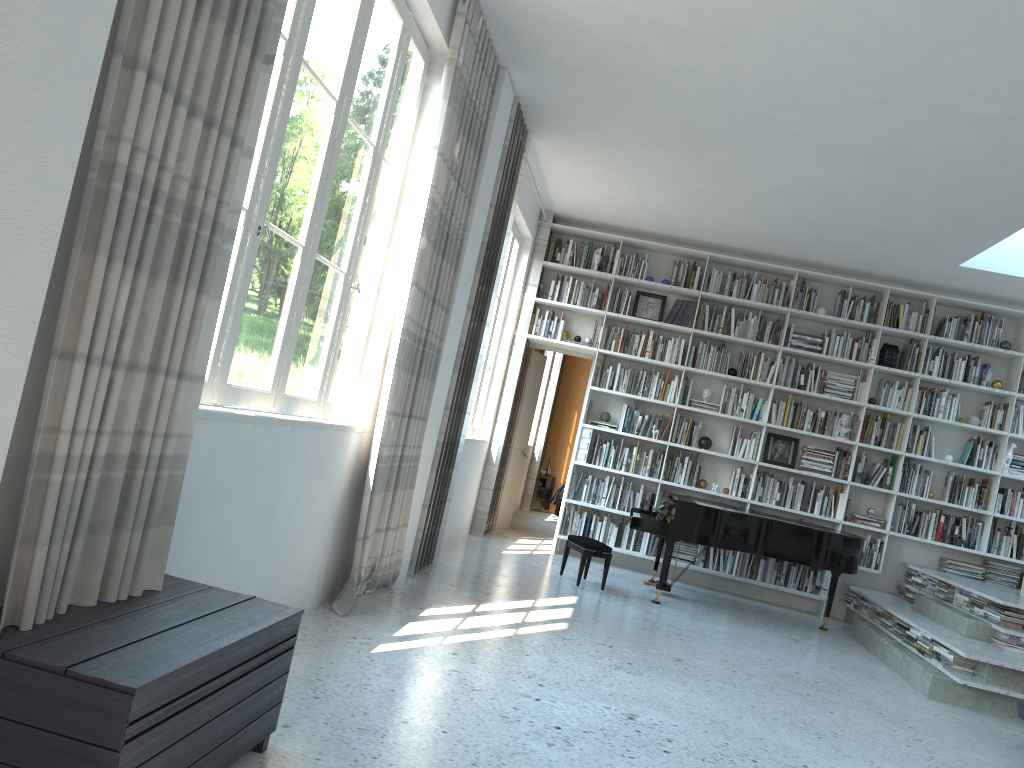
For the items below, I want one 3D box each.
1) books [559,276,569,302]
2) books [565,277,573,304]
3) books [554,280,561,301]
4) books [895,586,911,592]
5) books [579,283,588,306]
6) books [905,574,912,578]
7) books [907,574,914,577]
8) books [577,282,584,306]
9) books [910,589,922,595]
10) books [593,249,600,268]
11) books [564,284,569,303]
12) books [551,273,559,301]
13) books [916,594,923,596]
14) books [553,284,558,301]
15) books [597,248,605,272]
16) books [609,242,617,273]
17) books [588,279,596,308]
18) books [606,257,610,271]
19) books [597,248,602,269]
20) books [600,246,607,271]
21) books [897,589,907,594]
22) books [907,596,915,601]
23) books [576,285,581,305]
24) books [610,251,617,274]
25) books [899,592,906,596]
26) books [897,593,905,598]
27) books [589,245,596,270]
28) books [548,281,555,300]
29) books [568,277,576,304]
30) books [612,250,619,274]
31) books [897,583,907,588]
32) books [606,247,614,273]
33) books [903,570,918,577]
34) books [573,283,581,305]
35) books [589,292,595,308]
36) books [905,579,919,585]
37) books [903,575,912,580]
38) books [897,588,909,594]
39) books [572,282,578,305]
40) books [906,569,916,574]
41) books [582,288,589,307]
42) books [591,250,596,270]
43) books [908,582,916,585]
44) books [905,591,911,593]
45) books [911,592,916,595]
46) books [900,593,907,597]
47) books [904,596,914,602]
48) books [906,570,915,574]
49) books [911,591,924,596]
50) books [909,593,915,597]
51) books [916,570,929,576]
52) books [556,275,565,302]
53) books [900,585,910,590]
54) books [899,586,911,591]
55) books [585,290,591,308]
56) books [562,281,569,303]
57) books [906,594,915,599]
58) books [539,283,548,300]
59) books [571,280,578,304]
[{"bbox_3d":[0.515,-0.919,8.830,0.028,0.288,0.133,12,-2,8],"label":"books"},{"bbox_3d":[0.568,-0.908,8.795,0.021,0.286,0.179,12,-2,8],"label":"books"},{"bbox_3d":[0.460,-0.901,8.818,0.022,0.228,0.172,12,-2,8],"label":"books"},{"bbox_3d":[3.670,1.908,8.189,0.184,0.006,0.262,12,-3,9],"label":"books"},{"bbox_3d":[0.706,-0.860,8.783,0.030,0.251,0.166,12,-2,8],"label":"books"},{"bbox_3d":[3.740,1.790,8.152,0.156,0.009,0.287,12,-3,6],"label":"books"},{"bbox_3d":[3.750,1.784,8.152,0.145,0.008,0.298,12,-3,7],"label":"books"},{"bbox_3d":[0.680,-0.871,8.787,0.025,0.261,0.167,12,-2,8],"label":"books"},{"bbox_3d":[3.651,1.860,7.879,0.149,0.014,0.228,12,-3,6],"label":"books"},{"bbox_3d":[0.833,-1.204,8.790,0.025,0.243,0.168,12,-2,8],"label":"books"},{"bbox_3d":[0.547,-0.872,8.812,0.010,0.208,0.165,12,-2,8],"label":"books"},{"bbox_3d":[0.429,-0.942,8.839,0.011,0.296,0.162,12,-2,8],"label":"books"},{"bbox_3d":[3.590,1.844,7.575,0.181,0.017,0.250,12,-3,5],"label":"books"},{"bbox_3d":[0.437,-0.886,8.846,0.024,0.192,0.138,12,-2,8],"label":"books"},{"bbox_3d":[0.882,-1.202,8.790,0.027,0.259,0.147,12,-2,8],"label":"books"},{"bbox_3d":[0.993,-1.218,8.775,0.014,0.337,0.168,12,-2,8],"label":"books"},{"bbox_3d":[0.787,-0.870,8.774,0.012,0.303,0.189,12,-2,8],"label":"books"},{"bbox_3d":[0.936,-1.152,8.784,0.028,0.184,0.168,12,-3,8],"label":"books"},{"bbox_3d":[0.858,-1.204,8.796,0.021,0.253,0.179,12,-2,8],"label":"books"},{"bbox_3d":[0.906,-1.212,8.800,0.013,0.292,0.154,12,-2,8],"label":"books"},{"bbox_3d":[3.674,1.936,8.186,0.170,0.012,0.215,12,-3,8],"label":"books"},{"bbox_3d":[3.633,1.924,7.877,0.160,0.014,0.268,12,-3,7],"label":"books"},{"bbox_3d":[0.663,-0.858,8.820,0.011,0.231,0.135,12,-2,8],"label":"books"},{"bbox_3d":[1.004,-1.175,8.777,0.025,0.259,0.138,12,-2,8],"label":"books"},{"bbox_3d":[3.682,1.950,8.184,0.147,0.014,0.292,12,-3,8],"label":"books"},{"bbox_3d":[3.668,1.969,8.185,0.163,0.019,0.187,12,-3,7],"label":"books"},{"bbox_3d":[0.800,-1.227,8.810,0.013,0.275,0.158,12,-2,8],"label":"books"},{"bbox_3d":[0.398,-0.908,8.838,0.034,0.217,0.166,12,-2,8],"label":"books"},{"bbox_3d":[0.599,-0.903,8.811,0.037,0.291,0.155,12,-2,8],"label":"books"},{"bbox_3d":[1.023,-1.169,8.737,0.024,0.252,0.235,12,-3,8],"label":"books"},{"bbox_3d":[3.680,1.878,8.189,0.174,0.009,0.240,12,-3,10],"label":"books"},{"bbox_3d":[0.971,-1.196,8.782,0.022,0.286,0.175,12,-2,8],"label":"books"},{"bbox_3d":[3.734,1.758,8.155,0.171,0.015,0.253,12,-3,3],"label":"books"},{"bbox_3d":[0.645,-0.869,8.794,0.021,0.244,0.174,12,-2,8],"label":"books"},{"bbox_3d":[0.797,-0.805,8.785,0.031,0.182,0.151,12,-3,8],"label":"books"},{"bbox_3d":[3.729,1.831,8.151,0.163,0.017,0.233,12,-3,10],"label":"books"},{"bbox_3d":[3.731,1.799,8.153,0.179,0.012,0.262,12,-3,8],"label":"books"},{"bbox_3d":[3.679,1.924,8.186,0.158,0.012,0.279,12,-3,7],"label":"books"},{"bbox_3d":[0.630,-0.875,8.796,0.012,0.249,0.192,12,-2,8],"label":"books"},{"bbox_3d":[3.749,1.739,8.155,0.159,0.011,0.246,12,-3,5],"label":"books"},{"bbox_3d":[0.732,-0.834,8.796,0.028,0.212,0.138,12,-2,8],"label":"books"},{"bbox_3d":[0.811,-1.200,8.805,0.021,0.226,0.156,12,-2,8],"label":"books"},{"bbox_3d":[3.739,1.849,8.149,0.134,0.014,0.181,12,-3,5],"label":"books"},{"bbox_3d":[3.679,1.915,8.187,0.152,0.005,0.242,12,-3,12],"label":"books"},{"bbox_3d":[3.649,1.885,7.878,0.137,0.018,0.200,12,-3,4],"label":"books"},{"bbox_3d":[3.671,1.958,8.185,0.144,0.005,0.257,12,-3,13],"label":"books"},{"bbox_3d":[3.613,1.931,7.879,0.186,0.009,0.261,12,-3,11],"label":"books"},{"bbox_3d":[3.747,1.748,8.154,0.167,0.008,0.234,12,-3,7],"label":"books"},{"bbox_3d":[3.646,1.870,7.879,0.144,0.009,0.250,12,-3,12],"label":"books"},{"bbox_3d":[3.640,1.896,7.878,0.159,0.009,0.228,12,-3,9],"label":"books"},{"bbox_3d":[3.708,1.693,7.869,0.171,0.020,0.193,12,-3,3],"label":"books"},{"bbox_3d":[0.487,-0.923,8.811,0.023,0.282,0.186,12,-2,8],"label":"books"},{"bbox_3d":[3.684,1.890,8.188,0.152,0.015,0.208,12,-3,13],"label":"books"},{"bbox_3d":[3.679,1.902,8.188,0.159,0.009,0.210,12,-3,12],"label":"books"},{"bbox_3d":[0.759,-0.820,8.800,0.029,0.197,0.144,12,-2,8],"label":"books"},{"bbox_3d":[0.535,-0.890,8.825,0.024,0.239,0.156,12,-2,8],"label":"books"},{"bbox_3d":[3.624,1.906,7.879,0.180,0.017,0.183,12,-3,5],"label":"books"},{"bbox_3d":[0.320,-0.903,8.859,0.121,0.175,0.129,12,-2,8],"label":"books"},{"bbox_3d":[0.620,-0.888,8.798,0.013,0.268,0.162,12,-2,8],"label":"books"}]
